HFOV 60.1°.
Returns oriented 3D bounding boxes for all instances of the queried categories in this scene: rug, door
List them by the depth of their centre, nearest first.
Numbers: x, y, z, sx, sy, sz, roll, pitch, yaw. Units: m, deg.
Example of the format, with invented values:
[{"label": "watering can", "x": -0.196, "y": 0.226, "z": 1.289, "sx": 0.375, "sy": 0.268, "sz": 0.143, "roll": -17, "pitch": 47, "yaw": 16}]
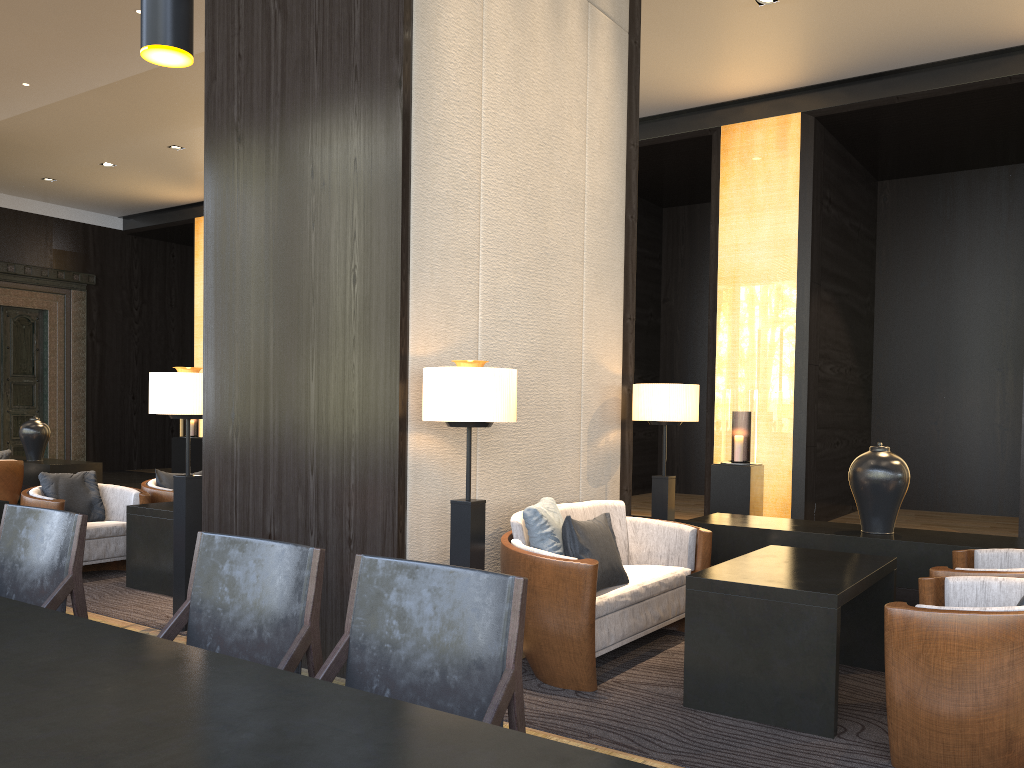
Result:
[{"label": "rug", "x": 1.138, "y": 1.283, "z": 3.733, "sx": 2.239, "sy": 0.008, "sz": 2.041, "roll": 0, "pitch": -2, "yaw": 34}, {"label": "rug", "x": -1.941, "y": 1.298, "z": 5.826, "sx": 2.239, "sy": 0.008, "sz": 1.958, "roll": 0, "pitch": -2, "yaw": 34}, {"label": "door", "x": -8.025, "y": 0.114, "z": 13.947, "sx": 0.052, "sy": 2.701, "sz": 1.287, "roll": 2, "pitch": 1, "yaw": 34}]

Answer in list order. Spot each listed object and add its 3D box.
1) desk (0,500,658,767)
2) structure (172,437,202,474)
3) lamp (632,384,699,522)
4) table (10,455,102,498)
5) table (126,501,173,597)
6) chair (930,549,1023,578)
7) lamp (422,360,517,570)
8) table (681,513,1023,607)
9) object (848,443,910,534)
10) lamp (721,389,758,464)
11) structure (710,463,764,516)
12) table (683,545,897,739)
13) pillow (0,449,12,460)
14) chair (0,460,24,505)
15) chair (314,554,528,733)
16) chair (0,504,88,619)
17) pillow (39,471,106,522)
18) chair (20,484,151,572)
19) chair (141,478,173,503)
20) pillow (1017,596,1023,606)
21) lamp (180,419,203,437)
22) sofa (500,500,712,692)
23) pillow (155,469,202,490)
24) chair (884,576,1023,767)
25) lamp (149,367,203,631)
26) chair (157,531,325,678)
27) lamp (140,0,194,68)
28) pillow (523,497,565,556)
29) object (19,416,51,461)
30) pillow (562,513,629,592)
[{"label": "desk", "x": 1.381, "y": 0.803, "z": 0.175, "sx": 28.707, "sy": 0.760, "sz": 1.780, "roll": 0, "pitch": -2, "yaw": 34}, {"label": "structure", "x": -4.995, "y": 1.155, "z": 13.769, "sx": 0.402, "sy": 0.659, "sz": 0.402, "roll": 1, "pitch": 1, "yaw": 34}, {"label": "lamp", "x": 0.871, "y": 0.664, "z": 5.087, "sx": 0.375, "sy": 1.321, "sz": 0.374, "roll": 1, "pitch": 1, "yaw": -12}, {"label": "table", "x": -5.413, "y": 1.105, "z": 9.923, "sx": 1.958, "sy": 0.514, "sz": 0.620, "roll": 0, "pitch": -1, "yaw": 34}, {"label": "table", "x": -1.906, "y": 1.041, "z": 5.860, "sx": 0.575, "sy": 0.518, "sz": 1.042, "roll": 1, "pitch": -1, "yaw": 34}, {"label": "chair", "x": 2.118, "y": 1.000, "z": 3.691, "sx": 0.605, "sy": 0.605, "sz": 0.804, "roll": 1, "pitch": 0, "yaw": 34}, {"label": "lamp", "x": -0.176, "y": 0.585, "z": 3.547, "sx": 0.374, "sy": 1.353, "sz": 0.374, "roll": 2, "pitch": 2, "yaw": 24}, {"label": "table", "x": 1.955, "y": 1.071, "z": 4.915, "sx": 1.958, "sy": 0.514, "sz": 0.620, "roll": 0, "pitch": -1, "yaw": 34}, {"label": "object", "x": 2.006, "y": 0.567, "z": 4.843, "sx": 0.311, "sy": 0.493, "sz": 0.311, "roll": 1, "pitch": 1, "yaw": 16}, {"label": "lamp", "x": 2.265, "y": 0.420, "z": 8.822, "sx": 0.336, "sy": 0.730, "sz": 0.336, "roll": 1, "pitch": 1, "yaw": 7}, {"label": "structure", "x": 2.249, "y": 1.122, "z": 8.844, "sx": 0.402, "sy": 0.659, "sz": 0.402, "roll": 1, "pitch": 1, "yaw": 34}, {"label": "table", "x": 1.207, "y": 1.027, "z": 3.743, "sx": 0.575, "sy": 0.518, "sz": 1.042, "roll": 1, "pitch": -1, "yaw": 34}, {"label": "pillow", "x": -5.076, "y": 0.816, "z": 8.577, "sx": 0.222, "sy": 0.362, "sz": 0.399, "roll": 1, "pitch": 0, "yaw": 35}, {"label": "chair", "x": -5.177, "y": 1.034, "z": 8.650, "sx": 0.605, "sy": 0.605, "sz": 0.804, "roll": 1, "pitch": 0, "yaw": 34}, {"label": "chair", "x": -0.279, "y": 0.794, "z": 1.751, "sx": 0.525, "sy": 0.828, "sz": 0.563, "roll": 1, "pitch": 1, "yaw": 34}, {"label": "chair", "x": -1.592, "y": 0.800, "z": 2.644, "sx": 0.525, "sy": 0.828, "sz": 0.563, "roll": 1, "pitch": 1, "yaw": 34}, {"label": "pillow", "x": -2.999, "y": 0.773, "z": 6.029, "sx": 0.222, "sy": 0.362, "sz": 0.399, "roll": 1, "pitch": 0, "yaw": 35}, {"label": "chair", "x": -2.905, "y": 0.989, "z": 5.968, "sx": 0.605, "sy": 0.605, "sz": 0.804, "roll": 1, "pitch": 0, "yaw": 34}, {"label": "chair", "x": -2.424, "y": 1.018, "z": 6.675, "sx": 0.605, "sy": 0.605, "sz": 0.804, "roll": 1, "pitch": 0, "yaw": 34}, {"label": "pillow", "x": 1.737, "y": 0.758, "z": 2.907, "sx": 0.205, "sy": 0.338, "sz": 0.441, "roll": 2, "pitch": 0, "yaw": 41}, {"label": "lamp", "x": -4.980, "y": 0.454, "z": 13.746, "sx": 0.336, "sy": 0.730, "sz": 0.336, "roll": 1, "pitch": 1, "yaw": 7}, {"label": "sofa", "x": 0.440, "y": 0.946, "z": 4.273, "sx": 0.602, "sy": 0.694, "sz": 1.449, "roll": 1, "pitch": -1, "yaw": 34}, {"label": "pillow", "x": -2.518, "y": 0.806, "z": 6.740, "sx": 0.205, "sy": 0.338, "sz": 0.441, "roll": 2, "pitch": 0, "yaw": 41}, {"label": "chair", "x": 1.636, "y": 0.971, "z": 2.984, "sx": 0.605, "sy": 0.605, "sz": 0.804, "roll": 1, "pitch": 0, "yaw": 34}, {"label": "lamp", "x": -1.671, "y": 0.592, "z": 4.563, "sx": 0.375, "sy": 1.353, "sz": 0.374, "roll": 0, "pitch": 2, "yaw": -26}, {"label": "chair", "x": -0.754, "y": 0.796, "z": 2.074, "sx": 0.525, "sy": 0.828, "sz": 0.563, "roll": 1, "pitch": 1, "yaw": 34}, {"label": "lamp", "x": -0.399, "y": -1.607, "z": 1.039, "sx": 0.060, "sy": 2.424, "sz": 0.060, "roll": 2, "pitch": 2, "yaw": 29}, {"label": "pillow", "x": 0.173, "y": 0.734, "z": 4.047, "sx": 0.201, "sy": 0.400, "sz": 0.433, "roll": 1, "pitch": 0, "yaw": 13}, {"label": "object", "x": -5.281, "y": 0.600, "z": 9.797, "sx": 0.311, "sy": 0.493, "sz": 0.311, "roll": 1, "pitch": 1, "yaw": 23}, {"label": "pillow", "x": 0.358, "y": 0.758, "z": 4.044, "sx": 0.219, "sy": 0.361, "sz": 0.472, "roll": 1, "pitch": 0, "yaw": 31}]
